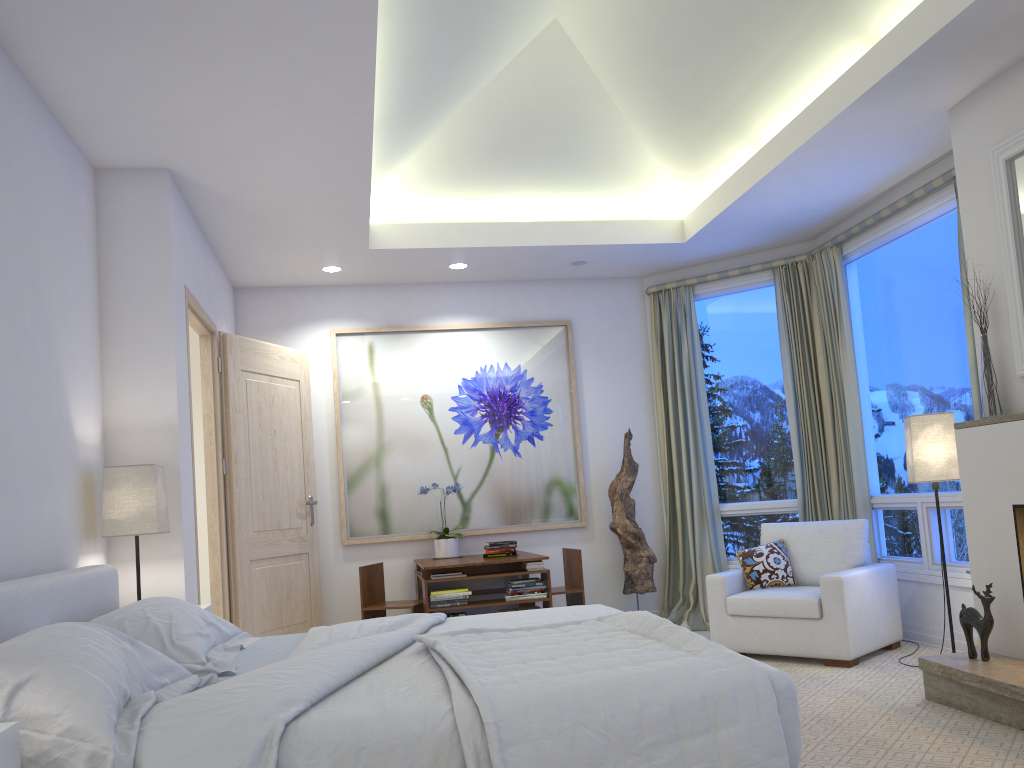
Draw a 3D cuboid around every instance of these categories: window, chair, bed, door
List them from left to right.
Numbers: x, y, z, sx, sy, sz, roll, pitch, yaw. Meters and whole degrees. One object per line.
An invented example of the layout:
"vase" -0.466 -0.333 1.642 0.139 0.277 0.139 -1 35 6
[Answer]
"door" -1.523 0.675 4.933 0.361 2.046 1.791 -5 -6 7
"bed" -0.452 0.907 2.609 2.018 0.811 1.981 -3 -7 -11
"chair" -0.709 1.423 5.517 0.340 0.607 0.341 -6 -6 15
"chair" 0.249 1.374 5.665 0.340 0.607 0.342 -3 -6 -15
"chair" 1.594 1.123 4.892 0.688 0.703 0.810 2 -9 -45
"window" 2.289 0.060 4.831 0.206 2.017 1.521 -3 -6 -10
"window" 2.110 -0.157 3.132 0.813 2.015 6.886 -3 -8 -10

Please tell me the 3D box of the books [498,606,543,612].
"books" 0.049 1.352 5.273 0.249 0.022 0.181 -3 -8 -10

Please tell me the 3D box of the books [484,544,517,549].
"books" -0.071 1.026 5.600 0.205 0.020 0.125 -4 -8 0

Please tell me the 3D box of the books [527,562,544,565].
"books" 0.127 1.069 5.294 0.100 0.012 0.141 -3 -8 -10

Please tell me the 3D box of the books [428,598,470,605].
"books" -0.374 1.269 5.190 0.234 0.019 0.144 -3 -8 -10

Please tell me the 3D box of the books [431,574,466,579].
"books" -0.373 1.128 5.207 0.201 0.014 0.137 -3 -8 -10

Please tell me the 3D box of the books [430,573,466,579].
"books" -0.374 1.129 5.207 0.201 0.015 0.141 -3 -8 -10

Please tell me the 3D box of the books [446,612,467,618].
"books" -0.367 1.353 5.169 0.198 0.017 0.114 -3 -8 -10

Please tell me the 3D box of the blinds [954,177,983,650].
"blinds" 2.205 0.137 4.115 0.228 2.357 0.664 -4 -5 -6

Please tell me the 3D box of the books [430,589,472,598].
"books" -0.361 1.233 5.213 0.239 0.019 0.174 -3 -8 -5

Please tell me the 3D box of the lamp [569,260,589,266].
"lamp" 0.449 -0.804 5.943 0.137 0.014 0.138 2 -10 -38

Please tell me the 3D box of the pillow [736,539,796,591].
"pillow" 1.437 1.023 5.019 0.285 0.271 0.188 -4 -6 -1

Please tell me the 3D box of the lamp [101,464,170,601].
"lamp" -1.485 0.617 3.508 0.210 0.580 0.211 -3 -5 -10

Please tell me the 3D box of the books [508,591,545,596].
"books" 0.084 1.244 5.281 0.205 0.011 0.149 -3 -8 -10

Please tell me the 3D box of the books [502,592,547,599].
"books" 0.071 1.258 5.291 0.249 0.015 0.181 -3 -8 -10

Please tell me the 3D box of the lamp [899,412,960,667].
"lamp" 2.041 0.829 4.807 0.276 1.200 1.537 -4 -7 2

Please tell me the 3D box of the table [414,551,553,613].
"table" -0.200 1.399 5.577 0.740 0.597 0.906 -3 -7 -10

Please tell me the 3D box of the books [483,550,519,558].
"books" -0.068 1.078 5.604 0.212 0.027 0.155 -5 -8 5

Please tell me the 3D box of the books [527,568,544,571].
"books" 0.127 1.104 5.291 0.101 0.012 0.141 -3 -8 -10

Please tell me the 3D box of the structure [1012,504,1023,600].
"structure" 2.304 0.704 3.084 0.475 0.612 0.880 -3 -7 -10

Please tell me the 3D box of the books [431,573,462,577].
"books" -0.387 1.118 5.212 0.174 0.008 0.112 -3 -8 -10

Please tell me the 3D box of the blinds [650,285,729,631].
"blinds" 1.143 0.482 6.116 0.644 2.363 0.295 -7 -6 31

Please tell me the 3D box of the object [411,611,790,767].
"object" 0.160 0.862 2.250 0.717 0.464 0.919 -2 -7 -14

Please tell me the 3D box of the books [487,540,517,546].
"books" -0.071 1.007 5.600 0.180 0.018 0.126 -2 -8 -15

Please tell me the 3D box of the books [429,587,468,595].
"books" -0.374 1.216 5.204 0.217 0.019 0.158 -3 -8 -10

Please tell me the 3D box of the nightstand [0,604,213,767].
"nightstand" -1.212 1.041 2.394 0.400 0.597 2.565 -3 -8 -10

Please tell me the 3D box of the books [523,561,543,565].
"books" 0.127 1.069 5.293 0.103 0.013 0.143 -3 -8 -10

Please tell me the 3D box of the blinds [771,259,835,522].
"blinds" 1.891 0.367 5.644 0.526 2.360 0.270 -7 -6 33

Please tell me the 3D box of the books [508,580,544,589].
"books" 0.083 1.196 5.292 0.205 0.026 0.125 -3 -8 -5

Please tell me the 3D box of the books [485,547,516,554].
"books" -0.075 1.050 5.597 0.190 0.031 0.132 -3 -8 -5

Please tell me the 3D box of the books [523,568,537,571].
"books" 0.127 1.104 5.290 0.103 0.013 0.143 -3 -8 -10

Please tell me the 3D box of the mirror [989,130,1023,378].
"mirror" 2.058 -0.552 3.159 0.039 0.936 0.845 -3 -6 -10

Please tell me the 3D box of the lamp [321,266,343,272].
"lamp" -1.150 -0.727 5.656 0.137 0.014 0.138 2 -10 -38

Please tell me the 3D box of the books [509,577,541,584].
"books" 0.075 1.176 5.291 0.177 0.017 0.113 -3 -8 -10

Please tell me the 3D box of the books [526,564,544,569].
"books" 0.124 1.088 5.297 0.108 0.020 0.152 -3 -8 -10

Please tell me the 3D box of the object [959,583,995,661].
"object" 1.859 0.948 3.523 0.096 0.306 0.180 -2 -6 -23

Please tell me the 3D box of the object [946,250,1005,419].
"object" 1.915 -0.204 3.637 0.189 0.689 0.193 -6 -5 18

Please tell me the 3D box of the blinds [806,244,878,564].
"blinds" 1.969 0.339 5.469 0.266 2.357 0.527 -3 -5 -17

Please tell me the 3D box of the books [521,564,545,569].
"books" 0.125 1.088 5.297 0.111 0.022 0.154 -3 -8 -10

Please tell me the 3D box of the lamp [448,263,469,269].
"lamp" -0.351 -0.766 5.799 0.137 0.014 0.138 2 -10 -38

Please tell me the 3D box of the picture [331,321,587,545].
"picture" -0.355 0.312 6.111 1.679 1.454 0.030 -3 -5 -10

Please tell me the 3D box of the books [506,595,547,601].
"books" 0.077 1.271 5.286 0.239 0.017 0.174 -3 -8 -5

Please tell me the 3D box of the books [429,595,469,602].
"books" -0.373 1.250 5.199 0.222 0.020 0.155 -3 -8 -10

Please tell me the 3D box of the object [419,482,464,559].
"object" -0.464 0.908 5.906 0.305 0.502 0.217 -3 -5 -10

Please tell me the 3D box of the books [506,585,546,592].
"books" 0.084 1.216 5.290 0.217 0.016 0.138 -3 -8 -10

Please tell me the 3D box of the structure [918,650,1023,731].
"structure" 1.939 1.108 2.982 0.329 0.171 1.463 -3 -8 -10

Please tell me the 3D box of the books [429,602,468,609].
"books" -0.377 1.288 5.190 0.217 0.020 0.158 -3 -8 -10

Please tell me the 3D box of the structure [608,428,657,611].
"structure" 0.816 0.995 6.064 0.305 1.387 0.265 -3 -5 -10

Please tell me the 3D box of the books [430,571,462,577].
"books" -0.387 1.118 5.212 0.177 0.009 0.114 -3 -8 -10

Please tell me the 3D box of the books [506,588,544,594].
"books" 0.077 1.232 5.283 0.209 0.015 0.146 -3 -8 -10
